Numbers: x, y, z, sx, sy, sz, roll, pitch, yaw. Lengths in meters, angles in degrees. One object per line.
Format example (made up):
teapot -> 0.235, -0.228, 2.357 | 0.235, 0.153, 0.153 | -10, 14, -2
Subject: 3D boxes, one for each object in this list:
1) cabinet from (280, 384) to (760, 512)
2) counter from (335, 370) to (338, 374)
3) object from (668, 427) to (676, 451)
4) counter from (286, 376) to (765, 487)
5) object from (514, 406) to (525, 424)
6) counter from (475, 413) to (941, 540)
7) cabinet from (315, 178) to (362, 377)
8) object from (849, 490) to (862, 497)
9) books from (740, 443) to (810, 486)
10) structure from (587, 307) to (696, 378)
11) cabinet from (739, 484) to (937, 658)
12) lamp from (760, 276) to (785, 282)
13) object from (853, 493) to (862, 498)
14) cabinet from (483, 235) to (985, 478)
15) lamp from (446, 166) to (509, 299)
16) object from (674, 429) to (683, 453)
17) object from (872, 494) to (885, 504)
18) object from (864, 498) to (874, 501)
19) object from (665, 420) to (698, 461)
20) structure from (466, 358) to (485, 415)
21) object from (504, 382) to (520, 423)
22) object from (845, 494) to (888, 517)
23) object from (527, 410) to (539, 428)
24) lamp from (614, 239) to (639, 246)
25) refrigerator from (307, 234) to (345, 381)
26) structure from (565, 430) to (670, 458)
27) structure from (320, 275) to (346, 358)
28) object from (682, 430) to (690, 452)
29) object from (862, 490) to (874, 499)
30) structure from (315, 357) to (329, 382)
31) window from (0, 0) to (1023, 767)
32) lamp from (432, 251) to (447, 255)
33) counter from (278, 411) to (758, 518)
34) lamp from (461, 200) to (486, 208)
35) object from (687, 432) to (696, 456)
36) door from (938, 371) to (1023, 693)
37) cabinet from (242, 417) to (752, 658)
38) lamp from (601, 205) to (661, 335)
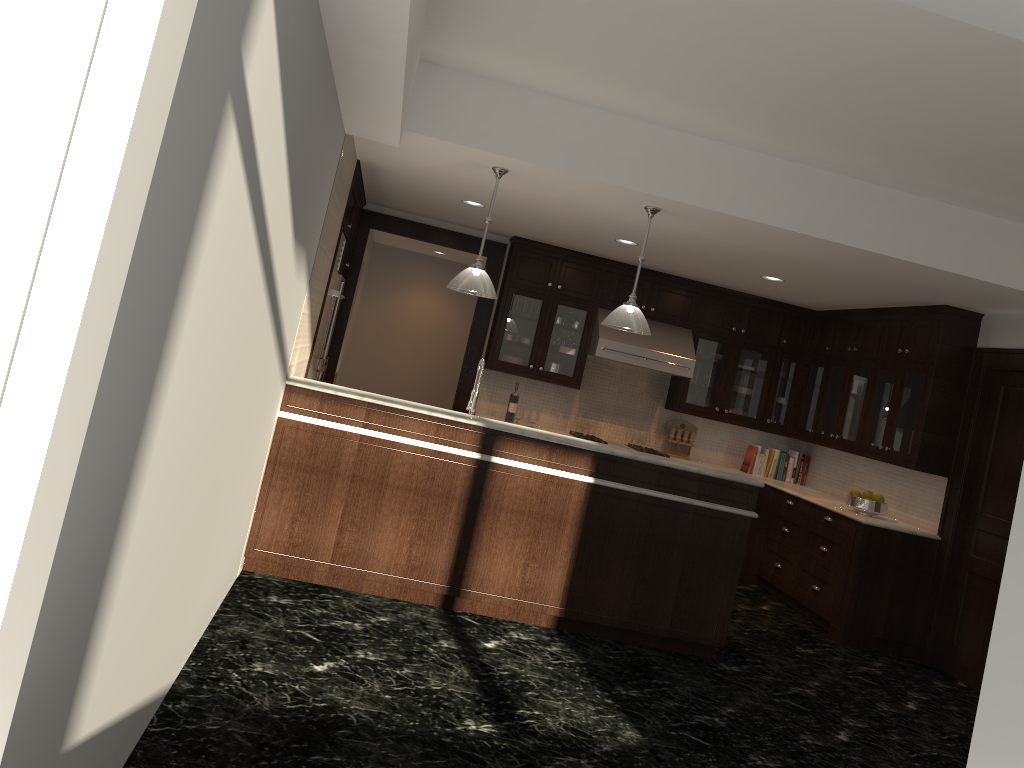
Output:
cabinet -> 0.073, 0.372, 5.221 | 2.827, 0.153, 0.292 | 13, 0, -8
counter -> -2.207, -0.162, 9.168 | 0.706, 0.032, 1.856 | 13, 2, -9
object -> 1.532, 0.530, 8.506 | 0.061, 0.230, 0.061 | 14, -4, -26
counter -> 0.104, 0.285, 5.228 | 2.845, 0.032, 0.328 | 13, 1, -8
object -> 0.060, 0.289, 8.188 | 0.112, 0.152, 0.112 | 13, -2, -16
counter -> 1.380, 0.706, 7.424 | 3.357, 0.032, 2.316 | 13, 2, -8
cabinet -> -1.793, -0.437, 7.098 | 0.754, 2.435, 1.841 | 13, -2, -9
object -> 2.717, 0.889, 6.990 | 0.092, 0.099, 0.091 | 14, -2, -41
books -> 2.573, 0.771, 8.652 | 0.601, 0.313, 0.194 | 13, -2, -8
structure -> 1.208, -0.403, 8.281 | 0.928, 0.480, 0.639 | 13, 0, -8
cabinet -> 1.278, 1.154, 7.394 | 3.357, 0.885, 2.316 | 13, 1, -8
lamp -> 2.150, -0.924, 7.239 | 0.199, 0.137, 0.195 | 13, 0, 27
object -> 2.700, 0.906, 6.915 | 0.100, 0.097, 0.090 | 13, -1, 10
cabinet -> 1.621, -0.344, 7.499 | 3.356, 1.262, 2.308 | 13, 0, -8
lamp -> -0.158, -0.933, 5.367 | 0.318, 0.788, 0.315 | 13, -3, 6
object -> 1.595, 0.549, 8.515 | 0.060, 0.239, 0.061 | 16, -4, -38
object -> 2.832, 0.900, 6.830 | 0.090, 0.099, 0.093 | 14, -2, -37
object -> 2.758, 0.931, 6.833 | 0.092, 0.098, 0.091 | 12, -1, 21
object -> 1.633, 0.538, 8.531 | 0.315, 0.351, 0.110 | 13, -3, -8
structure -> -0.245, 0.096, 5.588 | 0.051, 0.533, 0.243 | 13, -3, -9
object -> 0.013, 0.165, 8.083 | 0.094, 0.380, 0.094 | 12, -3, 7
object -> 2.776, 0.960, 6.918 | 0.316, 0.123, 0.319 | 13, 1, -14
object -> 0.194, 0.322, 8.119 | 0.112, 0.152, 0.112 | 13, -2, -16
lamp -> 0.932, -1.198, 7.074 | 0.195, 0.137, 0.199 | 13, 0, -43
refrigerator -> -1.794, -0.172, 6.674 | 0.685, 2.134, 0.888 | 13, -3, -8
structure -> 0.902, 0.957, 8.164 | 0.903, 0.843, 0.718 | 13, -2, -8
structure -> -1.783, -0.634, 7.579 | 0.612, 0.705, 0.757 | 13, -1, -8
object -> 1.666, 0.559, 8.525 | 0.060, 0.227, 0.061 | 15, -4, -38
object -> 2.785, 0.884, 6.906 | 0.090, 0.100, 0.096 | 14, -1, -31
structure -> -1.951, -0.100, 7.537 | 0.663, 0.391, 0.763 | 13, 0, -8
window -> 0.566, -0.130, 1.354 | 2.302, 2.215, 0.152 | 13, -4, -9
lamp -> -0.911, -1.734, 11.263 | 0.195, 0.137, 0.199 | 13, 0, -33
counter -> 0.004, 0.442, 5.574 | 2.859, 0.032, 1.054 | 13, 2, -8
lamp -> -0.287, -1.473, 6.909 | 0.197, 0.137, 0.197 | 13, 0, -3
object -> 1.728, 0.579, 8.533 | 0.062, 0.239, 0.060 | 9, -5, 45
door -> 3.359, 0.993, 5.983 | 0.108, 2.197, 0.862 | 13, -3, -9
cabinet -> -0.091, 0.874, 5.549 | 2.838, 0.918, 1.025 | 13, -1, -8
lamp -> 0.792, -0.719, 5.495 | 0.318, 0.788, 0.315 | 13, -3, 6
